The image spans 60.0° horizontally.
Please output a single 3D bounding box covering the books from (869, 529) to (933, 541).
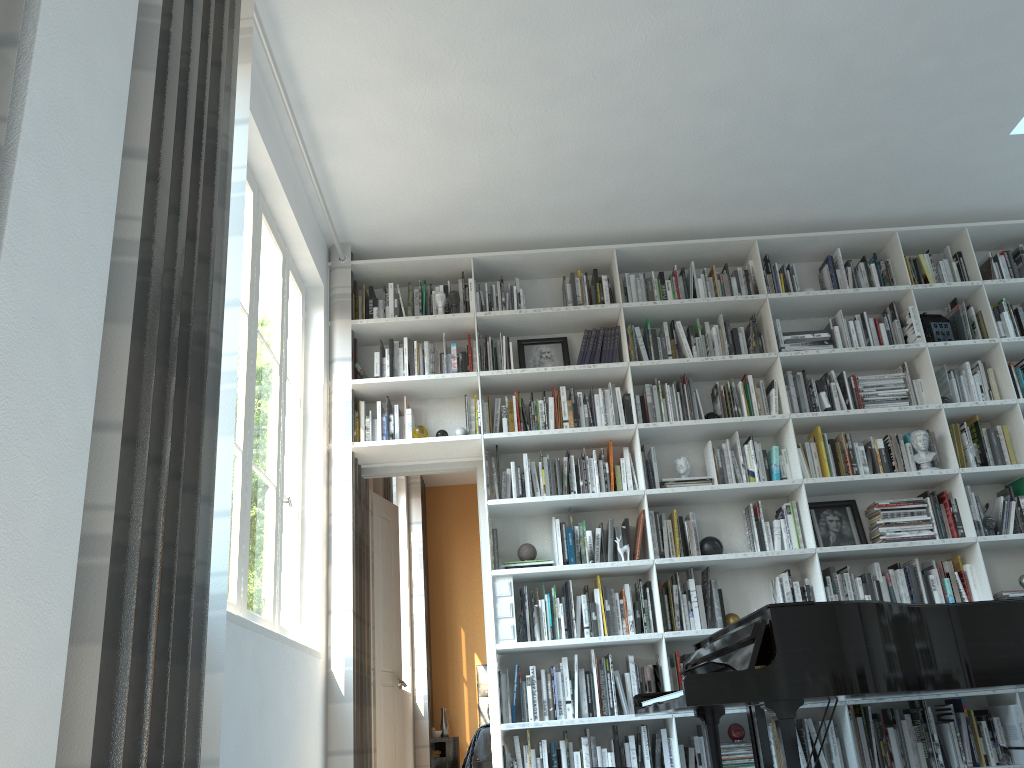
[{"bbox_3d":[2.108,0.818,4.809,0.285,0.012,0.160,-4,-22,-1],"label":"books"}]

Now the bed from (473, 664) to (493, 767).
[{"bbox_3d":[0.563,2.881,7.617,1.770,1.175,2.183,-4,-22,-1],"label":"bed"}]

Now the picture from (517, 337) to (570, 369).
[{"bbox_3d":[0.190,-0.140,5.239,0.300,0.298,0.078,-4,-21,-1],"label":"picture"}]

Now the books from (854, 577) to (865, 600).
[{"bbox_3d":[1.814,1.140,4.660,0.023,0.216,0.175,-4,-22,-1],"label":"books"}]

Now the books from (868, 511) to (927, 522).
[{"bbox_3d":[2.101,0.725,4.835,0.254,0.012,0.161,-2,-22,-5],"label":"books"}]

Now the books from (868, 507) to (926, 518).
[{"bbox_3d":[2.099,0.702,4.844,0.254,0.012,0.161,-2,-22,-5],"label":"books"}]

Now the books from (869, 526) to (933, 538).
[{"bbox_3d":[2.107,0.806,4.811,0.285,0.012,0.160,-4,-22,0],"label":"books"}]

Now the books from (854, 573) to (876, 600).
[{"bbox_3d":[1.868,1.128,4.668,0.029,0.237,0.166,-4,-21,-1],"label":"books"}]

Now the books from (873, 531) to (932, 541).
[{"bbox_3d":[2.108,0.824,4.794,0.254,0.012,0.161,-2,-22,-6],"label":"books"}]

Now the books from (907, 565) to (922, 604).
[{"bbox_3d":[2.098,1.101,4.678,0.028,0.263,0.162,-4,-21,-1],"label":"books"}]

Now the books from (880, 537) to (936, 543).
[{"bbox_3d":[2.111,0.857,4.780,0.285,0.012,0.160,-2,-22,-6],"label":"books"}]

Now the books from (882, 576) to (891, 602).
[{"bbox_3d":[1.958,1.138,4.685,0.025,0.219,0.140,-4,-21,-1],"label":"books"}]

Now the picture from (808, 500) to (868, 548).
[{"bbox_3d":[1.774,0.786,4.871,0.300,0.298,0.078,-4,-21,-1],"label":"picture"}]

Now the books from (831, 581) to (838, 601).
[{"bbox_3d":[1.679,1.158,4.668,0.024,0.207,0.170,-4,-22,-1],"label":"books"}]

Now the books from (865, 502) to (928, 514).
[{"bbox_3d":[2.098,0.679,4.850,0.285,0.012,0.160,-2,-22,-6],"label":"books"}]

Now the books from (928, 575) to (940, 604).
[{"bbox_3d":[2.197,1.123,4.670,0.023,0.203,0.168,-4,-22,-1],"label":"books"}]

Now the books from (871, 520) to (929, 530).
[{"bbox_3d":[2.105,0.769,4.815,0.254,0.012,0.161,-2,-22,-6],"label":"books"}]

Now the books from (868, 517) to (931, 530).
[{"bbox_3d":[2.104,0.758,4.819,0.285,0.012,0.160,-6,-22,3],"label":"books"}]

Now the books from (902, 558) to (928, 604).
[{"bbox_3d":[2.138,1.085,4.689,0.012,0.295,0.178,-4,-21,-1],"label":"books"}]

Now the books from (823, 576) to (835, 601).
[{"bbox_3d":[1.653,1.143,4.661,0.027,0.233,0.168,-4,-21,-1],"label":"books"}]

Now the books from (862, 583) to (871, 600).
[{"bbox_3d":[1.841,1.152,4.651,0.029,0.183,0.175,-4,-22,-1],"label":"books"}]

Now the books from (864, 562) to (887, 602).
[{"bbox_3d":[1.930,1.103,4.689,0.026,0.290,0.152,-4,-21,-1],"label":"books"}]

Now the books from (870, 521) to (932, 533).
[{"bbox_3d":[2.105,0.780,4.810,0.285,0.012,0.160,-6,-22,3],"label":"books"}]

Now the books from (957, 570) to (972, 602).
[{"bbox_3d":[2.367,1.105,4.673,0.011,0.215,0.167,-4,-21,-1],"label":"books"}]

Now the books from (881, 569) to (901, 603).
[{"bbox_3d":[2.011,1.121,4.699,0.025,0.253,0.137,-4,-21,-1],"label":"books"}]

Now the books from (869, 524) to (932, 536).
[{"bbox_3d":[2.106,0.794,4.813,0.285,0.012,0.160,-4,-22,1],"label":"books"}]

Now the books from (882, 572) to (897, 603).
[{"bbox_3d":[1.984,1.126,4.681,0.031,0.236,0.159,-4,-21,-1],"label":"books"}]

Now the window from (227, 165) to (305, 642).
[{"bbox_3d":[-1.088,0.011,3.713,0.073,2.000,1.991,-4,-22,-1],"label":"window"}]

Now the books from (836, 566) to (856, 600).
[{"bbox_3d":[1.773,1.114,4.675,0.013,0.281,0.167,-4,-21,-1],"label":"books"}]

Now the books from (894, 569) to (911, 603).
[{"bbox_3d":[2.037,1.114,4.673,0.026,0.244,0.192,-4,-21,-1],"label":"books"}]

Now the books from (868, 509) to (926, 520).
[{"bbox_3d":[2.100,0.714,4.841,0.254,0.012,0.161,-3,-22,-4],"label":"books"}]

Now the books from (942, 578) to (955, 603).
[{"bbox_3d":[2.272,1.126,4.663,0.023,0.182,0.169,-4,-22,-1],"label":"books"}]

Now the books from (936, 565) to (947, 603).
[{"bbox_3d":[2.251,1.103,4.698,0.014,0.255,0.145,-4,-21,-1],"label":"books"}]

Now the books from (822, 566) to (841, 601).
[{"bbox_3d":[1.702,1.125,4.700,0.027,0.289,0.141,-4,-21,-1],"label":"books"}]

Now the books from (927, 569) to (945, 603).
[{"bbox_3d":[2.219,1.107,4.676,0.023,0.233,0.175,-4,-21,-1],"label":"books"}]

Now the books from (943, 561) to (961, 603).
[{"bbox_3d":[2.304,1.087,4.691,0.026,0.271,0.176,-4,-21,-1],"label":"books"}]

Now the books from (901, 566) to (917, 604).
[{"bbox_3d":[2.080,1.106,4.683,0.010,0.260,0.182,-4,-21,-1],"label":"books"}]

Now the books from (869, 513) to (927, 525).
[{"bbox_3d":[2.102,0.737,4.832,0.254,0.012,0.161,-3,-22,-4],"label":"books"}]

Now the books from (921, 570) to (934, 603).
[{"bbox_3d":[2.177,1.114,4.686,0.014,0.234,0.155,-4,-21,-1],"label":"books"}]

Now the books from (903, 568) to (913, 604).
[{"bbox_3d":[2.069,1.115,4.691,0.011,0.250,0.159,-4,-21,-1],"label":"books"}]

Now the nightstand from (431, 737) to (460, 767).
[{"bbox_3d":[-0.809,3.594,8.284,0.650,0.516,0.432,-5,-22,1],"label":"nightstand"}]

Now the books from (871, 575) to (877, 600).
[{"bbox_3d":[1.889,1.134,4.676,0.013,0.229,0.139,-4,-21,-1],"label":"books"}]

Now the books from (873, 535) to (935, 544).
[{"bbox_3d":[2.110,0.849,4.794,0.285,0.012,0.160,-3,-22,-2],"label":"books"}]

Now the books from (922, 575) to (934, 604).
[{"bbox_3d":[2.159,1.124,4.670,0.024,0.206,0.184,-4,-22,-1],"label":"books"}]

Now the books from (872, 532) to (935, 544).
[{"bbox_3d":[2.109,0.835,4.789,0.285,0.012,0.160,-6,-22,3],"label":"books"}]

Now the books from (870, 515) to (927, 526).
[{"bbox_3d":[2.103,0.748,4.828,0.254,0.012,0.161,-5,-22,2],"label":"books"}]

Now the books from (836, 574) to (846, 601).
[{"bbox_3d":[1.729,1.141,4.687,0.024,0.246,0.132,-4,-21,-1],"label":"books"}]

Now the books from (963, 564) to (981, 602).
[{"bbox_3d":[2.399,1.087,4.674,0.033,0.245,0.177,-4,-21,-1],"label":"books"}]

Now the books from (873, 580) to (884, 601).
[{"bbox_3d":[1.909,1.144,4.659,0.023,0.195,0.165,-4,-22,-1],"label":"books"}]

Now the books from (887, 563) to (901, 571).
[{"bbox_3d":[2.056,1.103,4.703,0.014,0.285,0.135,-4,-21,-1],"label":"books"}]

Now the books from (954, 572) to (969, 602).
[{"bbox_3d":[2.340,1.108,4.670,0.042,0.211,0.170,-4,-22,-1],"label":"books"}]

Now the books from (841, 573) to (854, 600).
[{"bbox_3d":[1.754,1.134,4.671,0.027,0.244,0.180,-4,-21,-1],"label":"books"}]

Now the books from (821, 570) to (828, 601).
[{"bbox_3d":[1.632,1.129,4.678,0.011,0.274,0.146,-4,-21,-1],"label":"books"}]

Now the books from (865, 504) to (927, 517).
[{"bbox_3d":[2.099,0.693,4.852,0.285,0.012,0.160,-4,-22,1],"label":"books"}]

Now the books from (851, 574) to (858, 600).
[{"bbox_3d":[1.791,1.137,4.685,0.021,0.243,0.142,-4,-21,-1],"label":"books"}]

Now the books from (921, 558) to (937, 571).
[{"bbox_3d":[2.236,1.083,4.698,0.014,0.292,0.138,-4,-21,-1],"label":"books"}]

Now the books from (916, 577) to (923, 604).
[{"bbox_3d":[2.125,1.133,4.681,0.021,0.202,0.129,-4,-21,-1],"label":"books"}]
